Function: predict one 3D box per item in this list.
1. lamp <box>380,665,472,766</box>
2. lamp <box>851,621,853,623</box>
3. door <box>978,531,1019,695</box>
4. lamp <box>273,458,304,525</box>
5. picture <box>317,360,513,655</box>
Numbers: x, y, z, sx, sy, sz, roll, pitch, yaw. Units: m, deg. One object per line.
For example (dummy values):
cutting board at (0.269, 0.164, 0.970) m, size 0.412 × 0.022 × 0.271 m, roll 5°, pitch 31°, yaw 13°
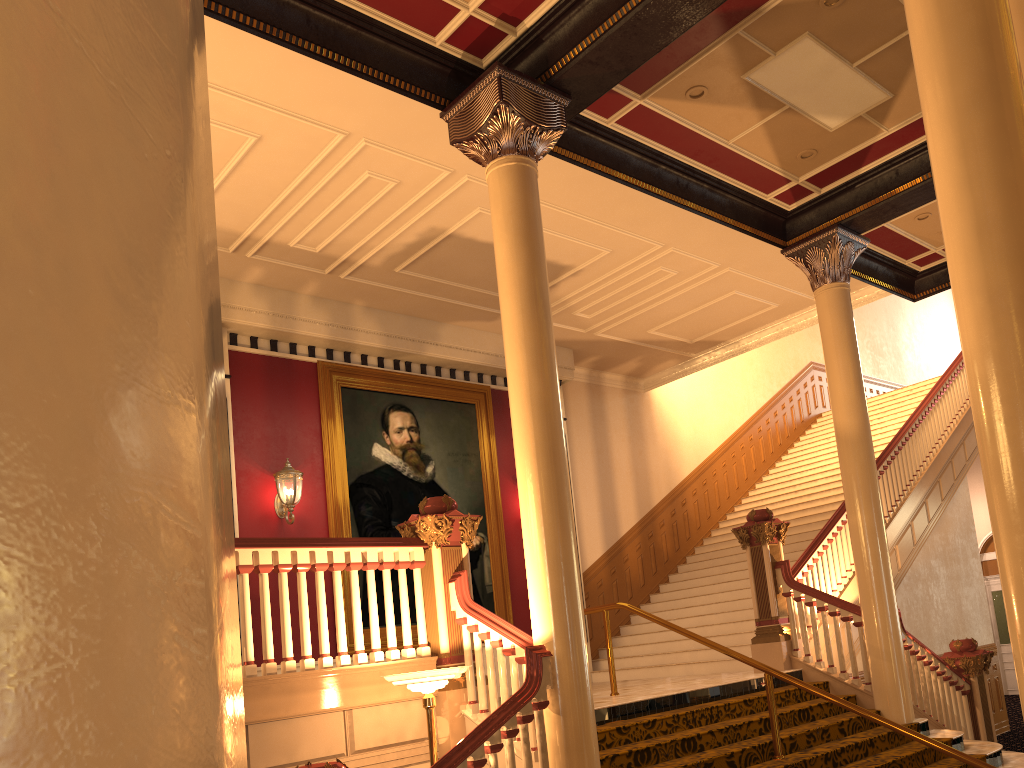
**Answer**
lamp at (-0.448, 2.800, 5.426) m, size 0.569 × 1.966 × 0.604 m, roll -11°, pitch -9°, yaw 29°
lamp at (4.037, 3.503, 9.416) m, size 0.594 × 1.966 × 0.579 m, roll -3°, pitch -9°, yaw -24°
door at (10.435, 4.607, 17.812) m, size 0.209 × 3.398 × 1.452 m, roll 0°, pitch -11°, yaw -41°
lamp at (-2.434, 1.169, 9.448) m, size 0.331 × 0.713 × 0.388 m, roll 2°, pitch -13°, yaw -42°
picture at (-1.109, 1.532, 10.793) m, size 2.654 × 3.370 × 0.054 m, roll 4°, pitch -12°, yaw -42°
